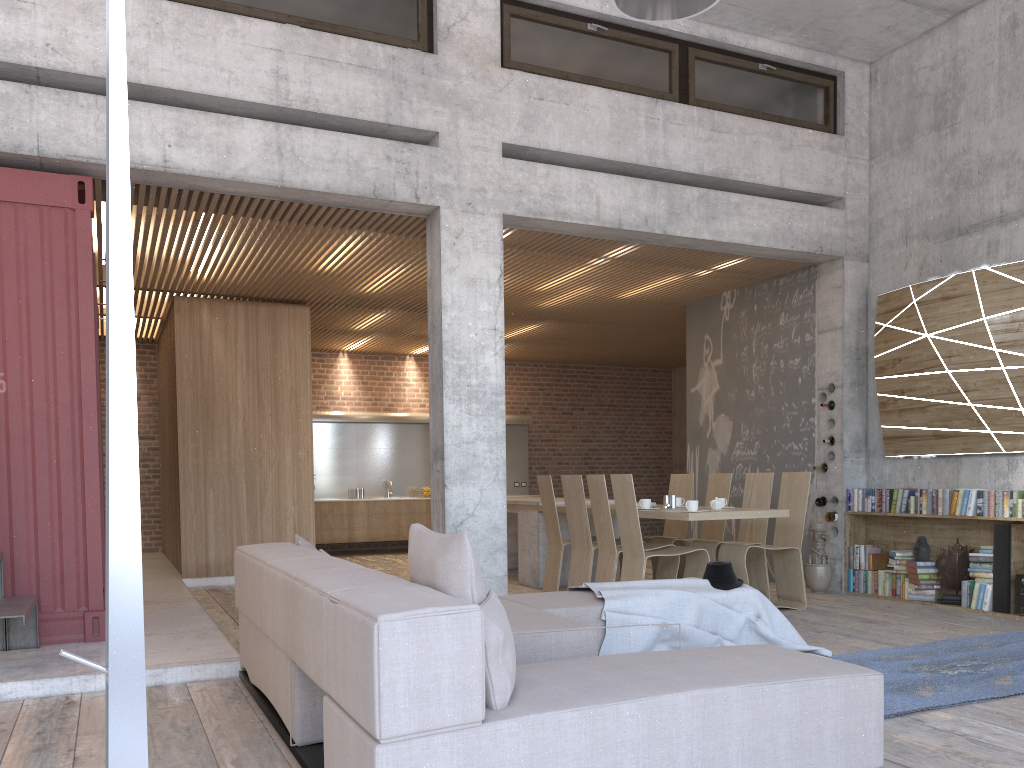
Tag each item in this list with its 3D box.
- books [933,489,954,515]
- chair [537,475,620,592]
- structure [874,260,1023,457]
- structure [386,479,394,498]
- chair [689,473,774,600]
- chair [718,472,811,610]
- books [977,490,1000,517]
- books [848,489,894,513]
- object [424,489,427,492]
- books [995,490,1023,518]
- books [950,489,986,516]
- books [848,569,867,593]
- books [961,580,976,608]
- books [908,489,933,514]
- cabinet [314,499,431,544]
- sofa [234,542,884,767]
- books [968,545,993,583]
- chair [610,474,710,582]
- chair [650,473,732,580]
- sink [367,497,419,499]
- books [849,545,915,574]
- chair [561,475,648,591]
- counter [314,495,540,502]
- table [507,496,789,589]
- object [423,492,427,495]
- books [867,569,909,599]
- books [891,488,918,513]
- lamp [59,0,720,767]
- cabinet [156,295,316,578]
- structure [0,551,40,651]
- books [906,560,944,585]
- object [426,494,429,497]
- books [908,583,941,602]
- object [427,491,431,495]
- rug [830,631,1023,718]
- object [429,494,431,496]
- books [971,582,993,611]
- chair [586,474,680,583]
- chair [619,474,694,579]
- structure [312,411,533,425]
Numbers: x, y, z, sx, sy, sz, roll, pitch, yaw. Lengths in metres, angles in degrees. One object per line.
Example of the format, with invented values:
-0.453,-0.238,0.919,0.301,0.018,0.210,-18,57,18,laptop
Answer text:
3.774,1.022,7.609,0.189,0.221,0.156,0,-1,-25,books
0.647,1.484,8.550,0.721,1.197,0.348,-1,2,-20,chair
4.176,-0.244,6.753,0.358,1.531,3.426,-2,-4,-25,structure
-1.952,1.777,14.211,0.115,0.477,0.248,-2,1,-25,structure
2.019,1.415,8.068,0.721,1.197,0.348,-1,2,-29,chair
2.187,1.361,7.589,0.721,1.197,0.348,-1,2,-25,chair
3.948,0.987,7.230,0.154,0.221,0.156,-1,0,-25,books
3.450,1.109,8.361,0.214,0.220,0.492,0,-5,-25,books
-1.394,1.720,14.147,0.061,0.052,0.053,-2,-2,23,object
4.041,0.965,7.034,0.170,0.220,0.277,0,-3,-24,books
3.866,1.000,7.411,0.189,0.228,0.250,0,-2,-25,books
3.390,1.907,8.528,0.204,0.220,0.274,0,-3,-25,books
3.913,1.782,7.451,0.204,0.221,0.074,0,1,-25,books
3.706,1.047,7.816,0.209,0.220,0.279,0,-3,-26,books
-1.510,1.509,14.441,4.114,2.078,1.075,1,0,-25,cabinet
0.355,1.230,4.442,3.010,0.785,3.011,2,-6,-25,sofa
3.978,1.501,7.320,0.218,0.323,0.252,-1,-1,-23,books
1.206,1.325,7.136,0.721,1.197,0.348,-1,2,-21,chair
1.733,1.464,8.494,0.721,1.197,0.348,-1,2,-25,chair
-1.889,1.914,14.014,0.729,0.191,0.525,2,-6,-25,sink
3.527,1.658,8.275,0.300,0.261,0.719,0,-5,-20,books
0.853,1.431,8.088,0.721,1.197,0.348,-1,2,-28,chair
-1.417,1.859,14.265,4.076,0.020,0.656,2,-7,-25,counter
0.737,1.706,9.353,1.011,0.920,5.210,0,-6,-25,table
-1.399,1.764,14.123,0.061,0.054,0.052,0,-2,-13,object
3.578,1.859,8.191,0.242,0.237,0.496,0,-4,-25,books
3.611,1.071,8.044,0.189,0.228,0.200,0,-1,-25,books
-0.339,-0.231,2.927,2.626,3.431,0.754,0,1,-37,lamp
-3.771,0.802,11.663,1.516,3.128,3.767,-1,-2,-25,cabinet
-3.703,-0.529,3.311,3.034,4.319,3.689,-1,-1,-25,structure
3.677,1.681,7.816,0.246,0.211,0.190,-1,-1,-3,books
-1.364,1.794,14.147,0.051,0.053,0.064,-1,-3,18,object
3.681,1.858,7.835,0.261,0.151,0.248,-2,-4,21,books
-1.337,1.759,14.155,0.061,0.055,0.051,0,-2,-11,object
2.562,1.673,5.168,2.916,0.049,1.167,2,-7,-25,rug
-1.329,1.804,14.219,0.061,0.056,0.051,1,-2,-34,object
3.964,1.765,7.303,0.189,0.228,0.200,0,-1,-25,books
1.051,1.379,7.622,0.721,1.197,0.348,-1,2,-20,chair
1.466,1.514,8.928,0.721,1.197,0.348,-1,2,-31,chair
-1.527,0.568,14.410,4.076,0.157,0.208,2,-4,-25,structure
